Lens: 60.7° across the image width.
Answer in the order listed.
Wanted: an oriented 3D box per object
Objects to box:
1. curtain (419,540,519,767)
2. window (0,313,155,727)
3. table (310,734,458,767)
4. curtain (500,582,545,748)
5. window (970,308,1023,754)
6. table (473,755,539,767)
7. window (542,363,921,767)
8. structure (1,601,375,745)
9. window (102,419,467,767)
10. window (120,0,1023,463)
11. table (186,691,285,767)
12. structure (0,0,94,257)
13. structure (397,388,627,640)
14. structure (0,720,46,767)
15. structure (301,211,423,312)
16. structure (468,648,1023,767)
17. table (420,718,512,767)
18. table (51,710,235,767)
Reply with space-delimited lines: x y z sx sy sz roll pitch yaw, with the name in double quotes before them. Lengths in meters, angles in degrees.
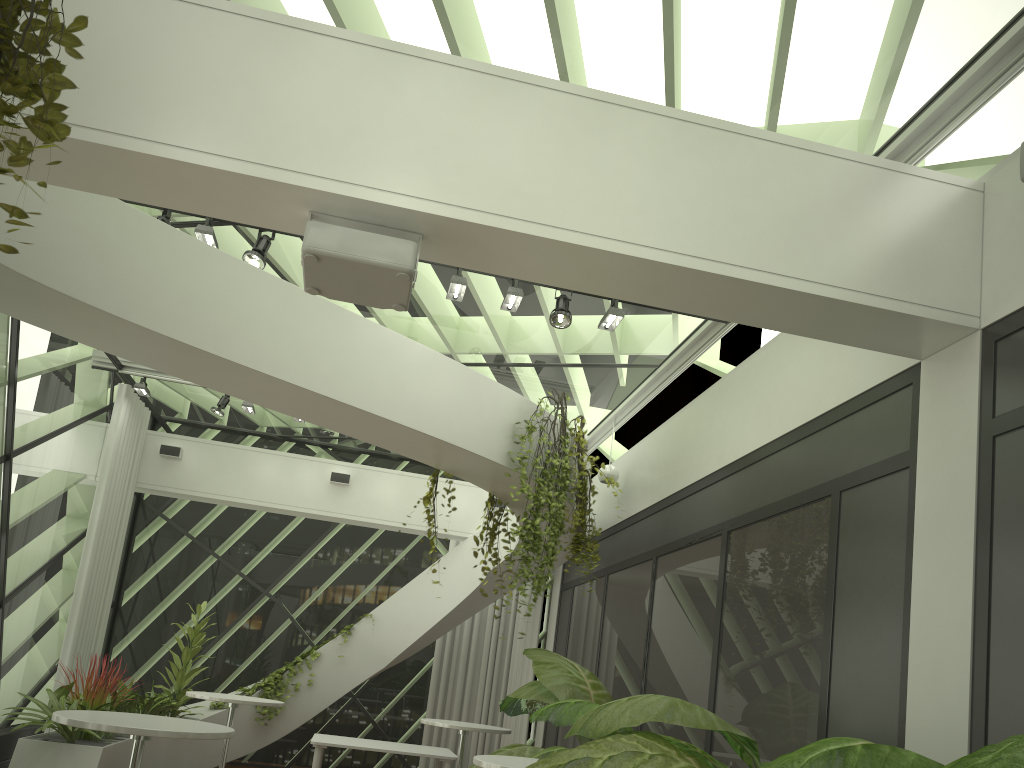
"curtain" -0.461 3.621 12.502 1.236 3.963 0.164 9 -11 -10
"window" -3.839 0.025 3.886 0.084 4.482 17.332 9 -19 -8
"table" -1.408 4.186 9.256 1.506 0.696 1.104 10 -17 -8
"curtain" 0.195 3.462 11.805 0.161 3.963 1.026 9 -11 -9
"window" 2.498 0.197 0.064 0.050 3.132 7.338 9 -18 -8
"table" 0.151 2.591 4.642 0.855 1.062 0.888 1 -16 26
"window" 1.138 2.560 7.371 0.050 3.132 7.430 9 -18 -8
"structure" -3.507 2.869 9.131 2.029 1.616 4.959 1 -19 22
"window" -2.557 3.152 12.425 5.761 4.503 0.039 10 -11 -9
"window" -0.794 -1.640 4.749 5.709 0.053 17.299 10 -19 -8
"table" -2.553 3.341 7.790 0.855 1.062 0.888 1 -16 26
"structure" -1.300 -1.136 1.555 4.668 2.241 1.486 -10 -21 43
"structure" -0.014 1.059 7.205 1.448 2.008 1.680 -6 -19 44
"structure" -4.064 2.216 4.220 0.260 0.487 15.659 9 -19 -8
"structure" -0.613 -0.507 3.558 0.464 0.267 0.401 10 -17 -8
"structure" 0.576 2.080 4.195 1.789 1.659 9.207 9 -19 -8
"table" -0.497 3.716 8.122 0.855 1.062 0.888 1 -16 26
"table" -1.906 2.216 4.310 0.855 1.062 0.888 1 -16 26
